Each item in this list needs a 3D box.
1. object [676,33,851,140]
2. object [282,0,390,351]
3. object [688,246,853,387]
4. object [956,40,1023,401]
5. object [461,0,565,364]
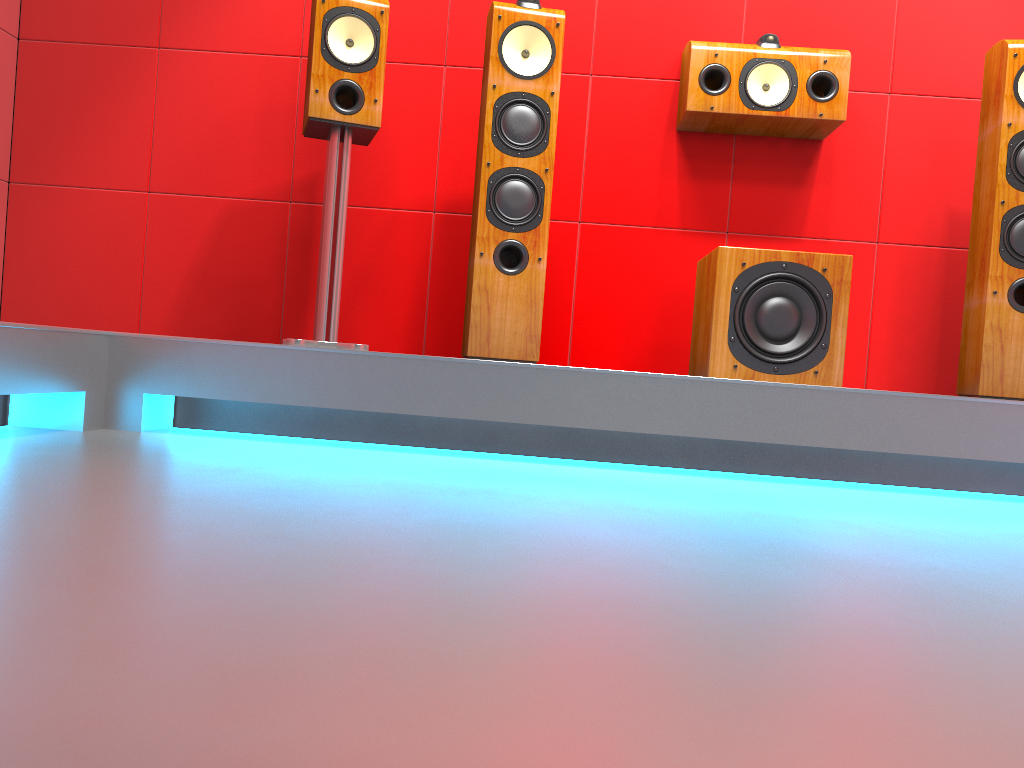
[{"bbox_3d":[0.805,-0.971,2.868,0.493,0.271,0.235,4,1,2],"label":"object"},{"bbox_3d":[-0.514,-0.629,2.609,0.231,1.058,0.265,4,1,-18],"label":"object"},{"bbox_3d":[0.730,-0.183,2.558,0.360,0.360,0.360,4,1,2],"label":"object"},{"bbox_3d":[1.461,-0.473,2.546,0.203,1.052,0.238,5,1,12],"label":"object"},{"bbox_3d":[0.001,-0.586,2.587,0.203,1.052,0.238,4,1,-8],"label":"object"}]
